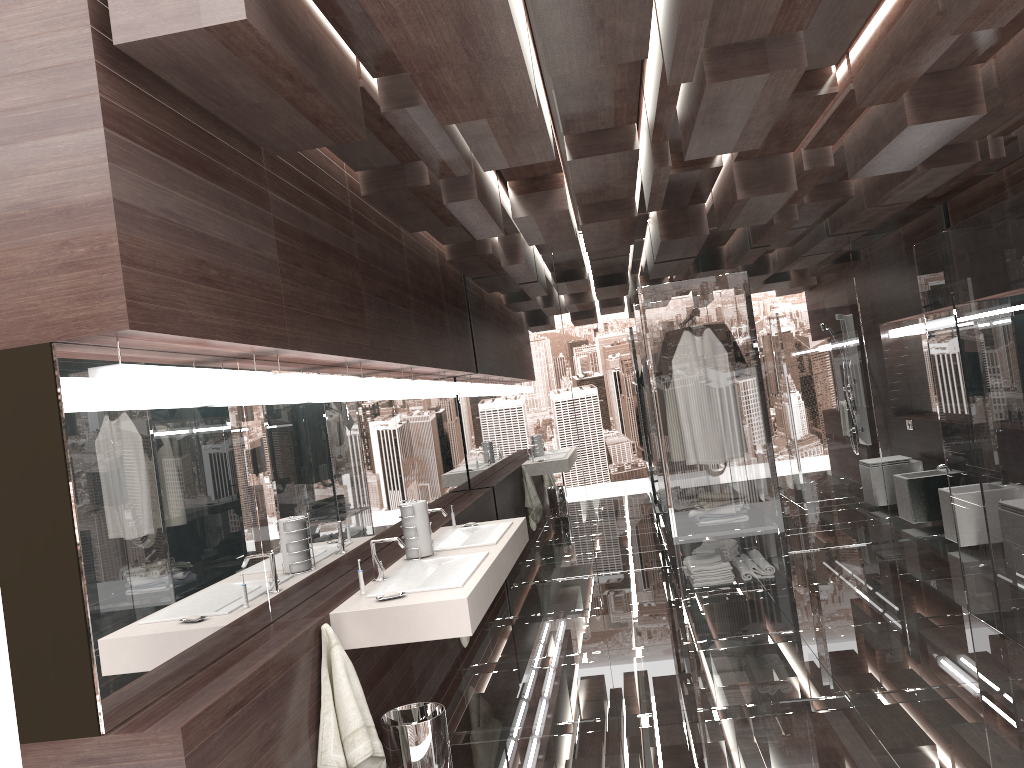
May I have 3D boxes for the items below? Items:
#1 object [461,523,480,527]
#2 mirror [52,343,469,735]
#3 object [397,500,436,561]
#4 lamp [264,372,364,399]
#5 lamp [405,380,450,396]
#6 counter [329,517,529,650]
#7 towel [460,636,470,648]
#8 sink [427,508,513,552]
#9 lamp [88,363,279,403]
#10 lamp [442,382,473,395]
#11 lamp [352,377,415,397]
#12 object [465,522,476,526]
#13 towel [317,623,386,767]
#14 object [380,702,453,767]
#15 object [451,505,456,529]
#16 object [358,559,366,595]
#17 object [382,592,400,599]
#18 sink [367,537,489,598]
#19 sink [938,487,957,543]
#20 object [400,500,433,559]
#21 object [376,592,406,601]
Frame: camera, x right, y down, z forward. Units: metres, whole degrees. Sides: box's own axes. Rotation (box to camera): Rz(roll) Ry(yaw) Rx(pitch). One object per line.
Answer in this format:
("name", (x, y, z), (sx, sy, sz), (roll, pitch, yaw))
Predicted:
("object", (-0.225, 0.775, 4.862), (0.108, 0.011, 0.065), (-9, -2, 28))
("mirror", (1.314, 0.090, 4.344), (4.126, 0.916, 5.081), (-8, -1, 7))
("object", (-0.440, 0.659, 4.042), (0.145, 0.261, 0.136), (-7, -2, -40))
("lamp", (-0.771, 0.010, 3.553), (0.082, 0.082, 0.950), (-8, -1, 7))
("lamp", (-0.528, 0.026, 5.605), (0.082, 0.082, 0.950), (-8, -1, 7))
("counter", (-0.269, 0.832, 4.009), (0.488, 0.131, 1.954), (-8, -1, 7))
("towel", (-0.262, 1.147, 5.061), (0.156, 0.678, 0.368), (-8, -1, 6))
("sink", (-0.253, 0.708, 4.460), (0.427, 0.193, 0.681), (-8, -1, 7))
("lamp", (-0.891, 0.002, 2.541), (0.082, 0.082, 0.950), (-8, -1, 7))
("lamp", (-0.409, 0.034, 6.607), (0.082, 0.082, 0.950), (-8, -1, 7))
("lamp", (-0.650, 0.018, 4.574), (0.082, 0.082, 0.950), (-8, -1, 7))
("object", (-0.226, 0.769, 4.862), (0.066, 0.016, 0.035), (-9, -2, 26))
("towel", (-0.514, 1.130, 2.930), (0.156, 0.678, 0.368), (-8, -1, 7))
("object", (-0.340, 1.385, 3.247), (0.237, 0.358, 0.237), (-9, -2, 39))
("object", (-0.321, 0.727, 4.845), (0.022, 0.132, 0.022), (-9, -2, 44))
("object", (-0.567, 0.725, 3.332), (0.022, 0.132, 0.022), (-8, -1, -11))
("object", (-0.433, 0.756, 3.175), (0.066, 0.016, 0.035), (-7, -1, -17))
("sink", (-0.359, 0.701, 3.568), (0.427, 0.193, 0.681), (-8, -1, 7))
("sink", (3.296, 0.850, 6.186), (0.469, 0.456, 0.357), (-8, -1, 7))
("object", (-0.435, 0.660, 4.035), (0.124, 0.246, 0.128), (-8, -1, -12))
("object", (-0.433, 0.763, 3.176), (0.108, 0.011, 0.065), (-8, -1, -15))
